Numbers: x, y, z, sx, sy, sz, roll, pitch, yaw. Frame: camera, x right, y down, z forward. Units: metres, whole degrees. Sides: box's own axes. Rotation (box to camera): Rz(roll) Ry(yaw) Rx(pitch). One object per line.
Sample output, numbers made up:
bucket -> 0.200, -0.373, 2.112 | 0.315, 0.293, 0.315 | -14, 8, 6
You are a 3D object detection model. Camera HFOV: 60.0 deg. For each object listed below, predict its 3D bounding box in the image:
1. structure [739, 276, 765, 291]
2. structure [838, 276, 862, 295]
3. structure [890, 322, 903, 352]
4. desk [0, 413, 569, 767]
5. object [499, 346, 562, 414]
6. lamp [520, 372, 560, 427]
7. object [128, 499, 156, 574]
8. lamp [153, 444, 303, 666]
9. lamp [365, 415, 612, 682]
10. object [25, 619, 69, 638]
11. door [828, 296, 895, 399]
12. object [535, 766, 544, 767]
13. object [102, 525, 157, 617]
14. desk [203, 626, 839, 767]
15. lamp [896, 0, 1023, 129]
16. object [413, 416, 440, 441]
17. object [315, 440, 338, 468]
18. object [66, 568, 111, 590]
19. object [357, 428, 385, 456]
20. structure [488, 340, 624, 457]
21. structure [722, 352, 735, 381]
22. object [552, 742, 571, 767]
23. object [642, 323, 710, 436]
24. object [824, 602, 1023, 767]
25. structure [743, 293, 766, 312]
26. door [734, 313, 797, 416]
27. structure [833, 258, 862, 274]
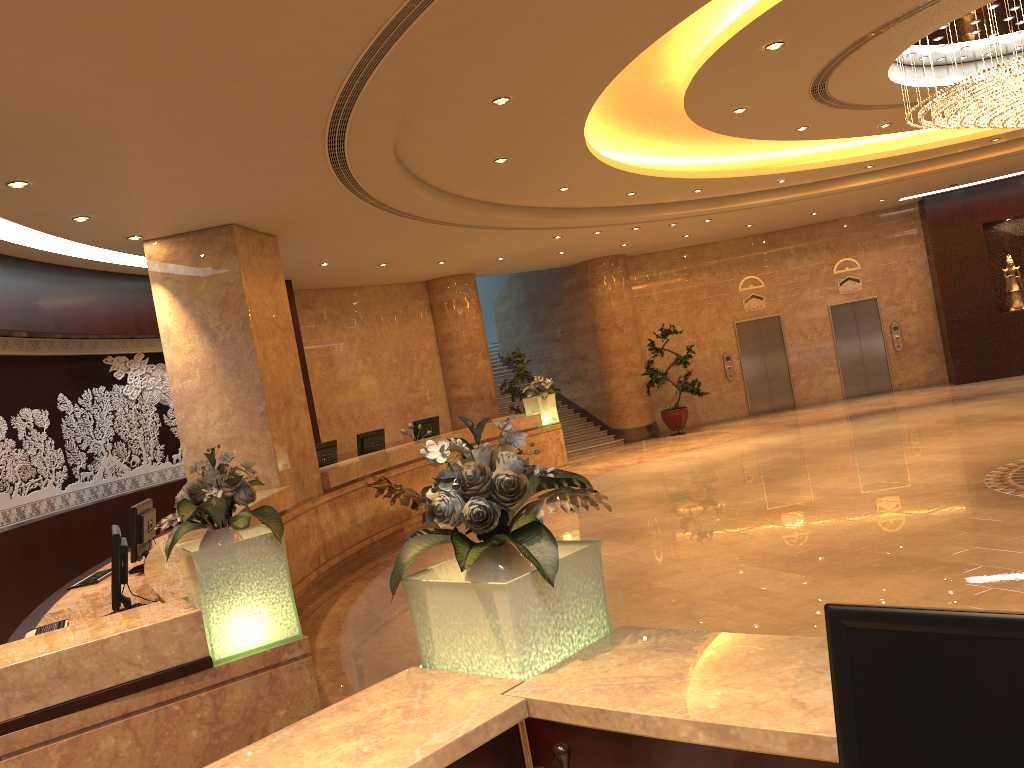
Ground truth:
structure -> 5.351, -2.275, 19.880 | 0.600, 0.293, 0.010 | -10, 1, -1
structure -> 7.505, -2.208, 19.698 | 0.504, 0.405, 0.012 | -10, 1, 10
structure -> 8.479, -1.040, 19.530 | 0.200, 0.661, 0.053 | -10, 1, 14
desk -> -1.666, 1.531, 9.855 | 3.466, 1.155, 12.951 | -10, 1, 9
object -> 0.324, 0.469, 16.668 | 0.843, 2.363, 1.250 | -11, 1, -45
lamp -> 0.506, 0.255, 15.238 | 0.532, 0.897, 0.606 | -10, 1, 44
object -> -2.773, 1.141, 6.660 | 0.430, 0.500, 0.531 | -10, 1, 25
lamp -> -1.319, 0.743, 4.023 | 0.542, 0.925, 0.577 | -11, 1, -23
lamp -> -0.037, 0.530, 2.440 | 0.580, 0.923, 0.570 | -11, 1, -29
object -> -2.532, 1.357, 4.807 | 0.215, 0.034, 0.526 | -11, 1, -25
door -> 7.766, -0.805, 19.766 | 1.070, 2.149, 0.150 | -10, 1, 11
object -> 0.068, 0.863, 1.800 | 0.048, 0.175, 0.088 | -10, 1, 26
object -> -2.202, 1.060, 4.942 | 0.430, 0.500, 0.531 | -10, 1, 12
desk -> 1.715, 1.032, 0.992 | 5.227, 1.155, 1.570 | -10, 1, 29
lamp -> 5.335, -3.027, 8.169 | 3.204, 1.196, 3.206 | -10, 1, 12
object -> -1.322, 0.787, 13.823 | 0.531, 0.500, 0.430 | -10, 1, -18
object -> -2.470, 1.022, 11.650 | 0.531, 0.500, 0.430 | -11, 1, -29
object -> -3.103, 1.438, 6.577 | 0.215, 0.034, 0.526 | -10, 1, -7
object -> -2.006, 0.925, 12.704 | 0.531, 0.500, 0.430 | -11, 1, -23
structure -> -0.708, -1.030, 21.297 | 9.849, 5.560, 7.472 | -11, 1, -25
structure -> 4.859, -0.389, 19.850 | 0.200, 0.661, 0.053 | -10, 1, -4
object -> 0.082, 0.860, 1.870 | 0.153, 0.175, 0.084 | -11, 1, -31
object -> 3.352, -0.104, 18.601 | 1.250, 2.363, 0.843 | -10, 1, -4
object -> 0.923, 0.556, 1.208 | 0.397, 0.500, 0.918 | -11, 1, -43
structure -> 5.431, -1.835, 19.887 | 0.504, 0.405, 0.012 | -10, 1, -1
door -> 5.682, -0.432, 19.946 | 1.070, 2.145, 0.150 | -10, 1, 0
structure -> 7.424, -2.648, 19.691 | 0.600, 0.293, 0.010 | -10, 1, 10
